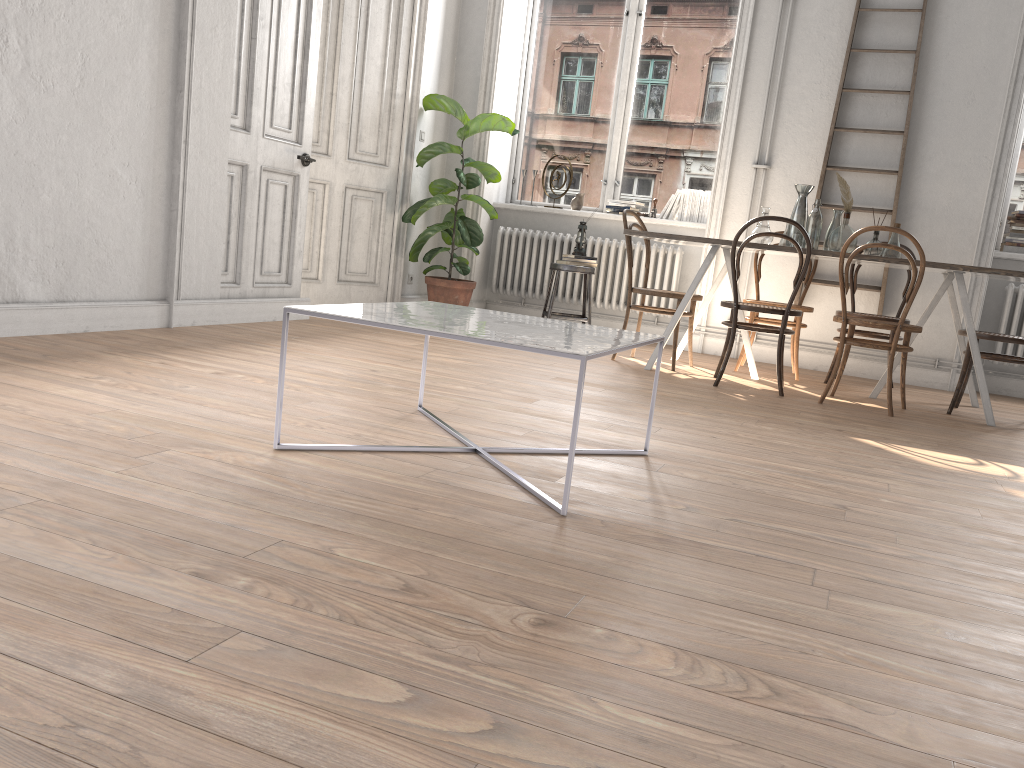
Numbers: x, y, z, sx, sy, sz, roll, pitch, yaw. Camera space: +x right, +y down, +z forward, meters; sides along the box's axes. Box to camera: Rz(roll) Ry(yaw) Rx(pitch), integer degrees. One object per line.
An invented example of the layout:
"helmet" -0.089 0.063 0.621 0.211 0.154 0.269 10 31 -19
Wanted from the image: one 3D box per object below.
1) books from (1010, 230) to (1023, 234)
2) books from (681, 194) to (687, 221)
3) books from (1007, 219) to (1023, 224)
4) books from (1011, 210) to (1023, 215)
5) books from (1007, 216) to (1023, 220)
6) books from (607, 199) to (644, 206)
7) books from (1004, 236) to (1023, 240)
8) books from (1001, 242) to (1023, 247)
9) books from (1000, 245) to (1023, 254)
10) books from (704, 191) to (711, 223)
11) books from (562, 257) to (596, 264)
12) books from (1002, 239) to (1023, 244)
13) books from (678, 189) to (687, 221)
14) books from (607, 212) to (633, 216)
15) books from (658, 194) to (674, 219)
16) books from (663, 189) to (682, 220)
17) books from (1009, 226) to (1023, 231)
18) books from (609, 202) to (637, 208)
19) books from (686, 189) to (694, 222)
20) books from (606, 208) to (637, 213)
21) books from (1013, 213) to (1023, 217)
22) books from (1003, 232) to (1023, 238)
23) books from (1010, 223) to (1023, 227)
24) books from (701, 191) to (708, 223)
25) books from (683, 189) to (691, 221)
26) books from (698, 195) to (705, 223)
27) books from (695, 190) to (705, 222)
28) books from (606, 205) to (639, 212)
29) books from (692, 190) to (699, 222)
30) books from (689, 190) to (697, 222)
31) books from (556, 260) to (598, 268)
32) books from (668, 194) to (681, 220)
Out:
"books" 3.471 -1.013 5.965 0.205 0.022 0.155 13 11 35
"books" 1.335 -1.348 6.806 0.020 0.205 0.155 10 10 21
"books" 3.474 -1.079 5.957 0.243 0.019 0.174 10 10 21
"books" 3.485 -1.143 5.955 0.201 0.024 0.158 8 9 11
"books" 3.469 -1.101 5.957 0.231 0.023 0.162 13 11 36
"books" 0.898 -1.423 6.966 0.243 0.019 0.174 12 10 31
"books" 3.464 -0.969 5.977 0.255 0.014 0.192 11 10 24
"books" 3.444 -0.928 5.974 0.249 0.023 0.175 9 9 16
"books" 3.439 -0.896 5.981 0.248 0.043 0.192 10 10 21
"books" 1.500 -1.337 6.741 0.024 0.243 0.175 10 10 21
"books" 0.498 -0.918 6.586 0.232 0.029 0.162 5 9 -8
"books" 3.447 -0.951 5.970 0.249 0.023 0.175 10 10 21
"books" 1.321 -1.372 6.831 0.024 0.243 0.175 10 10 21
"books" 0.858 -1.339 6.988 0.147 0.023 0.221 3 10 -20
"books" 1.209 -1.367 6.858 0.105 0.194 0.155 10 10 20
"books" 1.245 -1.379 6.837 0.100 0.235 0.174 10 10 21
"books" 3.479 -1.036 5.966 0.222 0.024 0.158 10 10 21
"books" 0.869 -1.400 6.958 0.205 0.020 0.155 8 9 11
"books" 1.377 -1.359 6.786 0.019 0.244 0.174 10 10 21
"books" 0.865 -1.360 6.979 0.205 0.022 0.155 14 12 40
"books" 3.484 -1.120 5.948 0.205 0.020 0.155 10 10 21
"books" 3.466 -0.990 5.975 0.245 0.028 0.193 9 9 16
"books" 3.477 -1.057 5.958 0.205 0.022 0.155 9 9 16
"books" 1.485 -1.343 6.768 0.024 0.243 0.175 10 10 21
"books" 1.353 -1.361 6.786 0.024 0.243 0.175 10 10 21
"books" 1.454 -1.326 6.760 0.020 0.205 0.155 10 10 21
"books" 1.435 -1.349 6.764 0.019 0.244 0.174 10 10 21
"books" 0.869 -1.381 6.973 0.221 0.023 0.147 13 11 36
"books" 1.423 -1.354 6.792 0.024 0.243 0.175 10 10 21
"books" 1.402 -1.357 6.795 0.019 0.244 0.174 10 10 21
"books" 0.483 -0.895 6.592 0.246 0.034 0.193 2 10 -28
"books" 1.267 -1.359 6.832 0.072 0.203 0.155 10 10 21
